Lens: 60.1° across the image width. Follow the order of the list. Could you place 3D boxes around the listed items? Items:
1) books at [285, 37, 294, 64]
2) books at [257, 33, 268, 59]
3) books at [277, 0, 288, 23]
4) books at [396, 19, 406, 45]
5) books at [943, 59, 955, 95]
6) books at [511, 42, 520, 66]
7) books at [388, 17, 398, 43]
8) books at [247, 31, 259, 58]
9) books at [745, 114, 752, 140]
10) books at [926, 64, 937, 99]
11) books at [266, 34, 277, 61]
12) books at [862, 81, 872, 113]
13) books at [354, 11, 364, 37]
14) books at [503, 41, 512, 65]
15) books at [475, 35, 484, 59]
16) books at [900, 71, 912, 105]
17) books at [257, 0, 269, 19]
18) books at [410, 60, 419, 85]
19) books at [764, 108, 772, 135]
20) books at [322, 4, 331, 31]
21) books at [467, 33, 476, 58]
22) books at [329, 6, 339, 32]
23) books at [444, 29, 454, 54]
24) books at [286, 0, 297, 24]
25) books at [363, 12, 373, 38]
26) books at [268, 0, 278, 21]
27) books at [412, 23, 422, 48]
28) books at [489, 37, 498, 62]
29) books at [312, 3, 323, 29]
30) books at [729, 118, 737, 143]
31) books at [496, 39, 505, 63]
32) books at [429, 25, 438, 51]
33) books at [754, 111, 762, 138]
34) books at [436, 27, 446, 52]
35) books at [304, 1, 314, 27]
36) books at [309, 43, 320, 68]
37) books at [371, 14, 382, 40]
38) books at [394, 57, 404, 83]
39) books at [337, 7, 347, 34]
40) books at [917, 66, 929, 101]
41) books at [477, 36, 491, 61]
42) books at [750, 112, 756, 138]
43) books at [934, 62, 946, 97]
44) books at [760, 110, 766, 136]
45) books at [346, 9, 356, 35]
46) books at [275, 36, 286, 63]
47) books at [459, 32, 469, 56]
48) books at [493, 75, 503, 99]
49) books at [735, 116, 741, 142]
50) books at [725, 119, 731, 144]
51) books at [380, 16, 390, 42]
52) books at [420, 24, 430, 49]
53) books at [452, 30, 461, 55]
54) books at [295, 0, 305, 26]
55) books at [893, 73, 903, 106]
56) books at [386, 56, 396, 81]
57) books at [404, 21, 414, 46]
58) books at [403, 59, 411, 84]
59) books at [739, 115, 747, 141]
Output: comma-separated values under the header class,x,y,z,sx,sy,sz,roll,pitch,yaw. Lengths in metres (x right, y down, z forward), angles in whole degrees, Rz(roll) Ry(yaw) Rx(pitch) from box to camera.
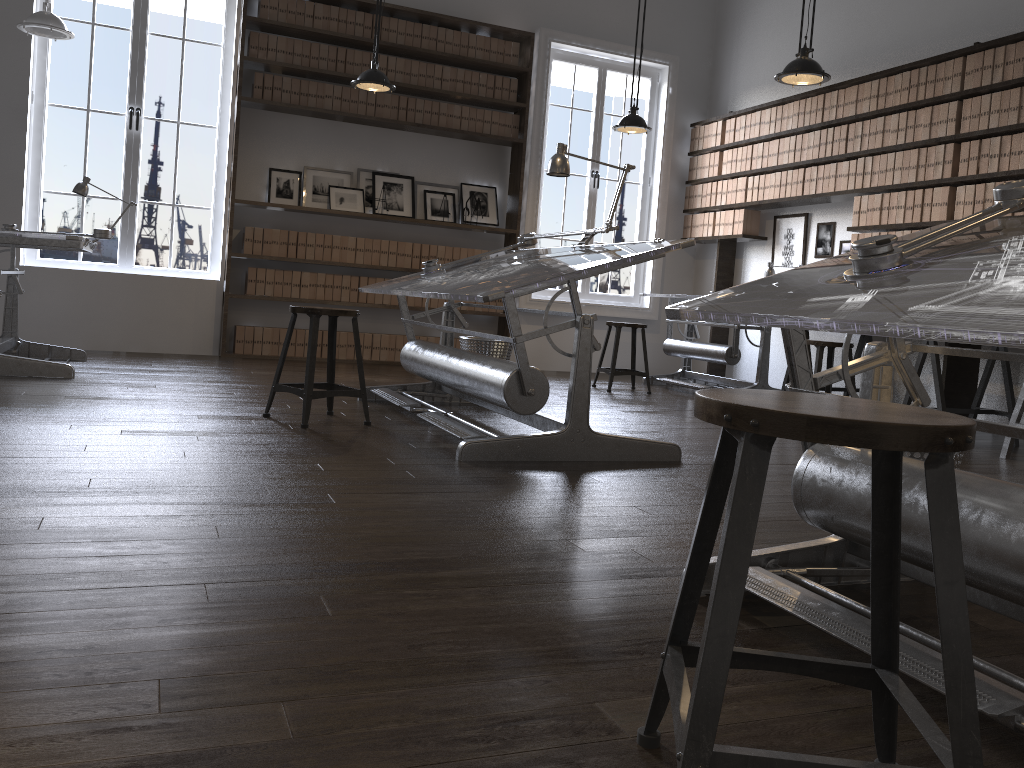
class,x,y,z,sx,sy,sz,roll,pitch,yaw
books,-1.829,-2.685,7.217,0.066,0.225,0.175,3,4,-23
books,-2.019,-2.692,7.139,0.066,0.225,0.175,3,4,-23
books,-1.869,-3.004,7.176,0.066,0.225,0.175,3,4,-23
books,-0.965,-2.969,7.549,0.066,0.225,0.175,3,4,-23
books,2.908,-1.983,5.775,0.174,0.225,0.067,3,3,-22
books,-0.001,-2.932,7.946,0.066,0.225,0.175,3,4,-22
books,-1.030,-2.971,7.518,0.066,0.225,0.175,3,4,-23
books,-2.084,-2.695,7.114,0.066,0.225,0.175,3,4,-23
books,2.123,-2.222,7.704,0.174,0.225,0.067,3,3,-23
books,2.858,-1.999,5.904,0.174,0.225,0.067,3,3,-23
books,-1.952,-2.689,7.162,0.067,0.225,0.175,3,4,-22
books,2.642,-2.064,6.425,0.174,0.225,0.067,3,3,-22
books,-1.295,-2.982,7.411,0.066,0.225,0.175,3,4,-23
books,-0.068,-2.935,7.923,0.066,0.225,0.175,3,4,-23
books,-0.315,-2.944,7.818,0.066,0.225,0.175,3,4,-23
books,2.773,-2.023,6.097,0.174,0.225,0.067,3,3,-23
books,-2.001,-3.008,7.117,0.067,0.225,0.175,3,4,-22
books,-0.862,-2.647,7.611,0.067,0.225,0.175,3,4,-22
books,2.221,-2.192,7.455,0.174,0.225,0.067,3,3,-23
books,-1.551,-2.992,7.309,0.066,0.225,0.175,3,4,-22
books,-0.381,-2.947,7.788,0.067,0.225,0.175,3,4,-22
books,-1.487,-2.989,7.330,0.067,0.225,0.175,3,4,-23
books,-0.575,-2.954,7.710,0.066,0.225,0.175,3,4,-22
books,-1.806,-3.002,7.206,0.066,0.225,0.175,3,4,-22
books,-1.231,-2.980,7.443,0.066,0.225,0.175,3,4,-23
books,-1.934,-3.006,7.145,0.066,0.225,0.175,3,4,-23
books,-0.837,-2.964,7.604,0.066,0.225,0.175,3,4,-22
books,-0.194,-2.939,7.864,0.067,0.225,0.175,3,4,-22
books,-1.608,-2.994,7.283,0.066,0.225,0.175,3,4,-22
books,2.036,-2.247,7.902,0.174,0.225,0.067,3,3,-23
books,-0.134,-2.937,7.895,0.066,0.225,0.175,3,4,-23
books,-0.707,-2.959,7.652,0.067,0.225,0.175,3,4,-23
books,2.170,-2.207,7.574,0.174,0.225,0.067,3,3,-22
books,-0.641,-2.956,7.679,0.066,0.225,0.175,3,4,-22
books,-1.674,-2.996,7.254,0.067,0.225,0.175,3,4,-23
books,-1.640,-2.677,7.296,0.066,0.225,0.175,3,4,-23
books,-1.160,-2.976,7.466,0.067,0.225,0.175,3,4,-22
books,-0.982,-2.652,7.565,0.066,0.225,0.175,3,4,-23
books,-1.427,-2.987,7.361,0.066,0.225,0.175,3,4,-22
books,2.828,-2.008,5.973,0.174,0.225,0.067,3,3,-23
books,-0.257,-2.942,7.843,0.066,0.225,0.175,3,4,-23
books,2.150,-2.214,7.638,0.174,0.225,0.067,3,3,-23
books,2.886,-1.991,5.841,0.174,0.225,0.067,3,3,-23
books,2.199,-2.199,7.514,0.174,0.225,0.067,3,3,-23
books,-1.362,-2.984,7.388,0.066,0.225,0.175,3,4,-22
books,-1.886,-2.687,7.191,0.066,0.225,0.175,3,4,-23
books,-0.447,-2.949,7.765,0.066,0.225,0.175,3,4,-23
books,-0.154,-2.620,7.905,0.067,0.225,0.175,3,4,-22
books,2.070,-2.238,7.835,0.174,0.225,0.067,3,3,-22
books,2.013,-2.255,7.973,0.174,0.225,0.067,3,3,-22
books,-1.094,-2.974,7.499,0.066,0.225,0.175,3,4,-23
books,-0.767,-2.962,7.632,0.066,0.225,0.175,3,4,-22
books,-0.512,-2.952,7.740,0.066,0.225,0.175,3,4,-23
books,-1.741,-2.999,7.231,0.066,0.225,0.175,3,4,-22
books,2.749,-2.032,6.165,0.174,0.225,0.067,3,3,-23
books,-1.048,-2.654,7.535,0.067,0.225,0.175,3,4,-22
books,-0.902,-2.967,7.579,0.066,0.225,0.175,3,4,-22
books,-0.925,-2.650,7.590,0.066,0.225,0.175,3,4,-23
books,2.092,-2.230,7.768,0.174,0.225,0.067,3,3,-22
